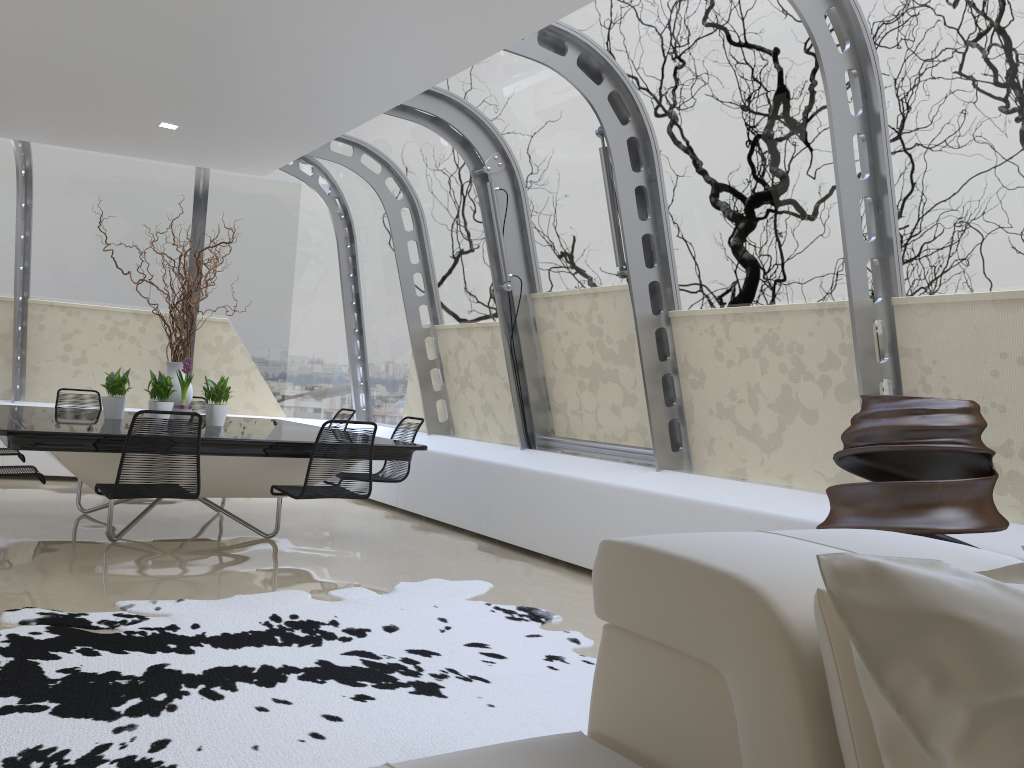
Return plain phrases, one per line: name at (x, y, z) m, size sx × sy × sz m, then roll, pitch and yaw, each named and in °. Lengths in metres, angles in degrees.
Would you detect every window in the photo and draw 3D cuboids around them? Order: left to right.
window at (-4.794, -0.671, 1.465) m, size 16.693 × 3.674 × 16.171 m, roll 5°, pitch -1°, yaw -27°

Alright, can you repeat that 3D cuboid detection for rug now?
rug at (-0.822, 1.100, 3.405) m, size 3.220 × 0.008 × 2.705 m, roll 5°, pitch -1°, yaw -34°

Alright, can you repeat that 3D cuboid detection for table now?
table at (-2.422, 0.658, 6.401) m, size 2.494 × 0.759 × 3.031 m, roll 5°, pitch -1°, yaw -33°

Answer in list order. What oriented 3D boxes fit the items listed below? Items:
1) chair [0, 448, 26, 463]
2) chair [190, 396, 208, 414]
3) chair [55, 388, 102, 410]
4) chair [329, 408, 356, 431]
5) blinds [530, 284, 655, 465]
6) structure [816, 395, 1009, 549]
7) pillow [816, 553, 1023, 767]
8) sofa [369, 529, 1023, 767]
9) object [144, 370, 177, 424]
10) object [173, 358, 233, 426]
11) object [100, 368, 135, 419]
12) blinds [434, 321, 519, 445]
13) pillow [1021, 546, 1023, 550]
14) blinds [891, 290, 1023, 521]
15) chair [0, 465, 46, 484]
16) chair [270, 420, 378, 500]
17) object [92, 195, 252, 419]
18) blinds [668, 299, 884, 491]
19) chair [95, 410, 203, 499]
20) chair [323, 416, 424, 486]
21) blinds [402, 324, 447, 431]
chair at (-3.834, 0.272, 6.285) m, size 0.688 × 0.519 × 0.446 m, roll 5°, pitch -1°, yaw -33°
chair at (-2.841, 0.378, 7.956) m, size 0.446 × 0.519 × 0.688 m, roll 5°, pitch -1°, yaw -33°
chair at (-3.610, 0.310, 7.446) m, size 0.446 × 0.519 × 0.688 m, roll 5°, pitch -1°, yaw -33°
chair at (-1.743, 0.455, 7.672) m, size 0.688 × 0.519 × 0.446 m, roll 5°, pitch -1°, yaw -33°
blinds at (0.607, -0.053, 6.315) m, size 0.387 × 1.214 × 1.376 m, roll 5°, pitch -1°, yaw -33°
structure at (1.532, 0.676, 3.441) m, size 0.674 × 1.258 × 0.672 m, roll 4°, pitch -1°, yaw 34°
pillow at (2.186, 0.574, 1.083) m, size 3.322 × 0.530 × 1.656 m, roll 4°, pitch -1°, yaw 27°
sofa at (1.845, 0.818, 0.455) m, size 3.257 × 0.866 × 4.169 m, roll 5°, pitch -1°, yaw -34°
object at (-2.407, 0.088, 6.067) m, size 0.215 × 0.369 × 0.284 m, roll 4°, pitch -1°, yaw 0°
object at (-2.192, 0.059, 6.367) m, size 0.417 × 0.476 × 0.238 m, roll 4°, pitch -1°, yaw -5°
object at (-2.817, 0.062, 6.313) m, size 0.215 × 0.369 × 0.284 m, roll 4°, pitch -1°, yaw 5°
blinds at (-0.226, 0.002, 7.615) m, size 0.329 × 1.027 × 1.430 m, roll 5°, pitch -1°, yaw -33°
pillow at (1.192, 0.536, 1.431) m, size 0.604 × 0.471 × 0.394 m, roll 5°, pitch -1°, yaw -18°
blinds at (2.320, 0.123, 3.763) m, size 0.329 × 1.027 × 1.430 m, roll 5°, pitch -1°, yaw -33°
chair at (-3.130, 0.306, 5.220) m, size 0.688 × 0.519 × 0.446 m, roll 5°, pitch -1°, yaw -33°
chair at (-1.116, 0.459, 5.347) m, size 0.446 × 0.519 × 0.688 m, roll 5°, pitch -1°, yaw -33°
object at (-2.507, -0.507, 6.359) m, size 1.031 × 1.549 × 1.135 m, roll 5°, pitch -1°, yaw -41°
blinds at (1.472, 0.083, 5.047) m, size 0.329 × 1.027 × 1.430 m, roll 5°, pitch -1°, yaw -33°
chair at (-1.945, 0.387, 4.796) m, size 0.446 × 0.519 × 0.688 m, roll 5°, pitch -1°, yaw -33°
chair at (-1.039, 0.488, 6.608) m, size 0.688 × 0.519 × 0.446 m, roll 5°, pitch -1°, yaw -33°
blinds at (-1.079, 0.498, 9.130) m, size 0.663 × 2.118 × 1.829 m, roll 5°, pitch -1°, yaw -33°
